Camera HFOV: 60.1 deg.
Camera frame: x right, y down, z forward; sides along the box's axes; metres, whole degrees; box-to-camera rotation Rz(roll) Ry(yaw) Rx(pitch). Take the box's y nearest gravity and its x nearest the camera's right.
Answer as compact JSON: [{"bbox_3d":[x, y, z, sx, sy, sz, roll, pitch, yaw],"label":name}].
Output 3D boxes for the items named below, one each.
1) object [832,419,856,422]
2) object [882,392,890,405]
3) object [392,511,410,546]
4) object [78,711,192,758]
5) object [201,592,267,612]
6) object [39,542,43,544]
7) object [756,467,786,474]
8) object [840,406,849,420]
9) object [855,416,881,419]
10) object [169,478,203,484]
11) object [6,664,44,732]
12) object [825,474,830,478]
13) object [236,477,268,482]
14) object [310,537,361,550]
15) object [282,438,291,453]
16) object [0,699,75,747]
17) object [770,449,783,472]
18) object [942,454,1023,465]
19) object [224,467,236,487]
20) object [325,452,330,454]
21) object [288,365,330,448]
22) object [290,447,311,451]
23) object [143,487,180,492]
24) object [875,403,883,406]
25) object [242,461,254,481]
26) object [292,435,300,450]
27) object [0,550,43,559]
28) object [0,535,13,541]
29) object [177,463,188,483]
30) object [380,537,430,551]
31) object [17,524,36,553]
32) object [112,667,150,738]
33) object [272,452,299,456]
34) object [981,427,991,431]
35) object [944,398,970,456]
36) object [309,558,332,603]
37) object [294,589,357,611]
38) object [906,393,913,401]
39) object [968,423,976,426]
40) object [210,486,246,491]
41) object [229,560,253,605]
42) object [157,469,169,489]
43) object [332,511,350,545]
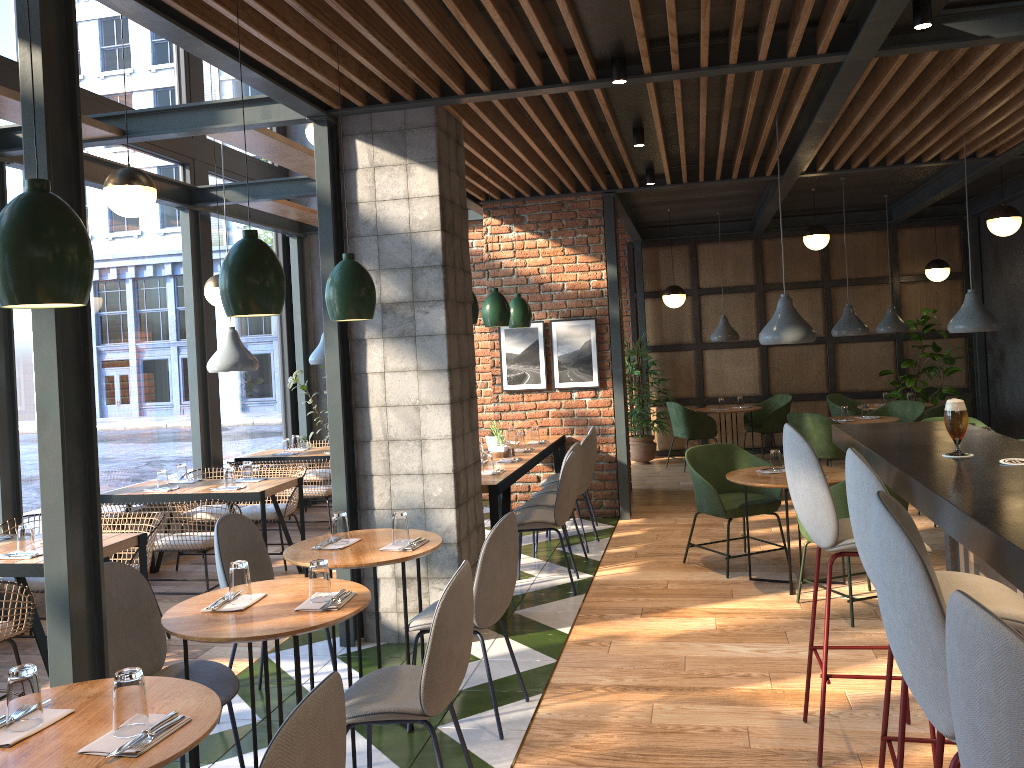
[{"bbox_3d":[3.259,0.355,8.747,0.157,0.019,0.242,-4,3,-23],"label":"object"},{"bbox_3d":[4.326,0.168,10.249,0.080,0.138,0.080,-3,0,-10],"label":"object"},{"bbox_3d":[-0.493,0.635,3.910,0.080,0.138,0.080,-3,0,-20],"label":"object"},{"bbox_3d":[-0.867,0.802,2.030,0.157,0.019,0.243,-2,3,16],"label":"object"},{"bbox_3d":[-0.972,0.760,3.123,0.157,0.019,0.243,-3,2,9],"label":"object"},{"bbox_3d":[-2.316,0.807,4.621,0.242,0.019,0.157,-2,3,14],"label":"object"},{"bbox_3d":[1.733,0.563,5.799,0.243,0.019,0.157,-4,3,-19],"label":"object"},{"bbox_3d":[3.282,0.288,8.745,0.080,0.138,0.080,-3,1,-41],"label":"object"},{"bbox_3d":[3.573,0.334,8.863,0.157,0.019,0.242,-4,3,-23],"label":"object"},{"bbox_3d":[-2.438,0.726,6.643,0.242,0.019,0.157,-3,2,11],"label":"object"},{"bbox_3d":[-1.168,0.748,2.120,0.080,0.138,0.080,-3,0,-2],"label":"object"},{"bbox_3d":[1.824,0.572,5.476,0.243,0.019,0.157,-4,3,-19],"label":"object"},{"bbox_3d":[-1.915,0.704,6.531,0.242,0.019,0.157,-2,3,14],"label":"object"},{"bbox_3d":[-0.787,0.713,3.999,0.157,0.019,0.243,-2,3,17],"label":"object"},{"bbox_3d":[-2.093,0.574,8.207,0.080,0.138,0.080,-3,1,44],"label":"object"},{"bbox_3d":[-1.184,0.814,2.138,0.157,0.019,0.243,-2,3,16],"label":"object"},{"bbox_3d":[1.717,0.499,5.770,0.080,0.138,0.080,-3,0,-6],"label":"object"},{"bbox_3d":[1.334,0.209,2.087,0.322,0.106,1.512,-2,3,15],"label":"object"},{"bbox_3d":[-1.977,0.655,6.202,0.080,0.138,0.080,-3,0,14],"label":"object"},{"bbox_3d":[-1.600,0.620,8.080,0.242,0.019,0.157,-2,2,12],"label":"object"},{"bbox_3d":[-1.814,0.542,9.285,0.858,1.498,0.899,-3,1,31],"label":"object"},{"bbox_3d":[-2.047,0.625,8.516,0.242,0.019,0.157,-2,2,12],"label":"object"},{"bbox_3d":[-2.500,0.745,6.290,0.242,0.019,0.157,-2,3,14],"label":"object"},{"bbox_3d":[4.327,0.233,10.274,0.243,0.019,0.157,-5,3,-33],"label":"object"},{"bbox_3d":[-1.945,0.640,6.514,0.080,0.138,0.080,-3,0,-13],"label":"object"},{"bbox_3d":[-2.076,0.561,8.498,0.080,0.138,0.080,-3,0,-15],"label":"object"},{"bbox_3d":[-2.390,0.825,4.311,0.242,0.019,0.157,-3,2,11],"label":"object"},{"bbox_3d":[-2.792,0.828,4.731,0.242,0.019,0.157,-2,3,13],"label":"object"},{"bbox_3d":[-2.467,0.662,6.624,0.080,0.138,0.080,-3,0,14],"label":"object"},{"bbox_3d":[-0.473,0.701,3.883,0.157,0.019,0.243,-2,3,17],"label":"object"},{"bbox_3d":[-2.378,0.757,4.332,0.080,0.138,0.080,-3,0,34],"label":"object"},{"bbox_3d":[-0.887,0.736,2.057,0.080,0.138,0.080,-3,1,-41],"label":"object"},{"bbox_3d":[-2.102,0.642,8.186,0.242,0.019,0.157,-3,2,11],"label":"object"},{"bbox_3d":[3.435,0.380,6.414,0.080,0.138,0.080,-3,0,-26],"label":"object"},{"bbox_3d":[1.406,0.135,2.802,0.070,0.178,0.070,-3,0,15],"label":"object"},{"bbox_3d":[-0.668,0.680,3.079,0.080,0.138,0.080,-3,1,-38],"label":"object"},{"bbox_3d":[-0.645,0.746,3.054,0.157,0.019,0.243,-3,2,9],"label":"object"},{"bbox_3d":[4.497,0.169,10.016,0.080,0.138,0.080,-3,0,20],"label":"object"},{"bbox_3d":[3.476,0.366,6.699,0.080,0.138,0.080,-3,0,-26],"label":"object"},{"bbox_3d":[-1.990,0.723,6.181,0.242,0.019,0.157,-3,2,11],"label":"object"},{"bbox_3d":[-0.955,0.694,3.108,0.080,0.138,0.080,-3,0,22],"label":"object"},{"bbox_3d":[-2.490,0.677,6.311,0.080,0.138,0.080,-3,0,-13],"label":"object"},{"bbox_3d":[-0.772,0.647,3.981,0.080,0.138,0.080,-3,0,-10],"label":"object"}]
